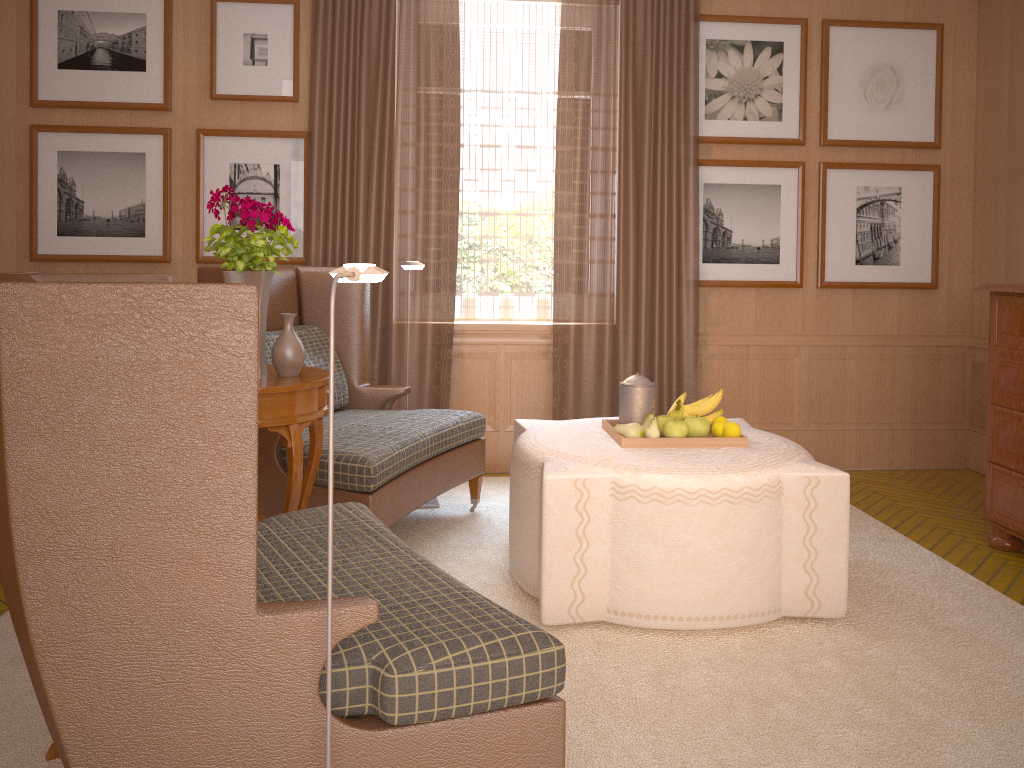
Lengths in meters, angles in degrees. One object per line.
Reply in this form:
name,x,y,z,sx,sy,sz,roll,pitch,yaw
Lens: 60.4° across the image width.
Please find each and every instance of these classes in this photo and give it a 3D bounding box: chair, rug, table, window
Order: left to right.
chair,-1.027,0.585,3.318,1.722,1.967,1.921,-2,5,-30
table,-1.512,0.634,5.063,0.925,1.368,1.045,1,4,2
chair,-1.334,0.119,6.576,1.722,1.967,1.921,2,5,20
window,-0.076,-2.254,8.868,2.433,3.370,0.850,0,2,-5
rug,0.170,1.450,4.355,5.992,0.020,8.029,0,8,-5

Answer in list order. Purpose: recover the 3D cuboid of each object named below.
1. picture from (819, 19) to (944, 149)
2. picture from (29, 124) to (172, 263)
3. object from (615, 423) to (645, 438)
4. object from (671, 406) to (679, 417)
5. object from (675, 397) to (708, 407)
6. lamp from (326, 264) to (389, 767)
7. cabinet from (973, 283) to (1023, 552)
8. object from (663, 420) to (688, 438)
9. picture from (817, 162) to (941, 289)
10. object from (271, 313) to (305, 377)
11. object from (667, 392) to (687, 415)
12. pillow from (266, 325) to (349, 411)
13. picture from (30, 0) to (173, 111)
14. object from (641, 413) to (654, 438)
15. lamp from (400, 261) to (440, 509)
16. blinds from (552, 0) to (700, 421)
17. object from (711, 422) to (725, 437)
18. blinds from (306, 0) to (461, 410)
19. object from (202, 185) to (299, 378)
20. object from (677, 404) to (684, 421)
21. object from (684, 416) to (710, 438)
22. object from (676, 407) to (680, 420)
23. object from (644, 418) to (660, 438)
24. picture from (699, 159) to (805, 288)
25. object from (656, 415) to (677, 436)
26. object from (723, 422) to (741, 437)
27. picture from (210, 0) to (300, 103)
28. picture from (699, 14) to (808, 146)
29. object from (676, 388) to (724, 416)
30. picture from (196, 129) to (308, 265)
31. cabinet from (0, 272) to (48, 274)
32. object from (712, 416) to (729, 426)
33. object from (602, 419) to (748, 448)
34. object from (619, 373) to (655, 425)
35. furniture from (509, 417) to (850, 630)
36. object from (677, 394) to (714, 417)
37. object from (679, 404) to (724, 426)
picture,3.683,-2.980,8.763,1.249,1.246,0.048,0,1,-5
picture,-3.790,-1.749,8.119,1.249,1.246,0.048,0,1,-5
object,0.735,0.306,5.516,0.194,0.128,0.134,2,5,15
object,1.085,0.209,5.930,0.071,0.184,0.395,1,7,9
object,1.204,0.142,5.933,0.091,0.128,0.410,4,8,43
lamp,-0.578,0.619,2.914,0.564,2.026,0.631,0,2,-35
cabinet,4.247,0.413,5.265,1.416,1.934,2.790,0,6,-5
object,1.030,0.296,5.540,0.155,0.134,0.160,1,5,-1
picture,3.666,-1.576,8.791,1.249,1.246,0.048,0,1,-5
object,-1.279,-0.224,5.033,0.186,0.357,0.186,2,3,28
object,1.101,0.158,5.928,0.104,0.158,0.378,2,7,18
pillow,-1.741,-0.069,6.726,0.539,0.704,1.081,2,6,20
picture,-3.772,-3.153,8.092,1.249,1.246,0.048,0,1,-5
object,0.871,0.282,5.613,0.130,0.196,0.130,3,4,31
lamp,-0.804,0.004,7.251,0.564,2.021,0.631,-1,2,-43
blinds,1.107,-1.517,8.456,1.447,4.777,0.267,1,1,-6
object,1.343,0.301,5.663,0.111,0.110,0.135,1,5,-2
blinds,-1.207,-1.511,8.247,1.428,4.788,0.267,1,1,-4
object,-1.478,-0.590,5.017,0.525,1.086,0.458,0,2,-7
object,1.228,0.214,5.869,0.386,0.199,0.062,-5,5,-40
object,1.175,0.282,5.615,0.170,0.147,0.173,5,7,41
object,1.149,0.212,5.923,0.062,0.181,0.397,2,7,24
object,0.876,0.284,5.495,0.098,0.148,0.098,3,4,31
picture,2.266,-1.576,8.665,1.249,1.246,0.048,0,1,-5
object,0.999,0.271,5.708,0.155,0.134,0.160,1,5,-1
object,1.394,0.307,5.582,0.114,0.133,0.108,4,5,41
picture,-2.396,-3.122,8.216,0.804,0.956,0.048,0,1,-5
picture,2.283,-2.980,8.638,1.249,1.246,0.048,0,1,-5
object,1.264,0.127,5.838,0.404,0.168,0.071,-3,4,-28
picture,-2.414,-1.749,8.243,1.049,1.246,0.048,0,1,-5
cabinet,-3.847,0.366,4.876,1.416,1.934,2.790,0,6,-5
object,1.378,0.279,5.815,0.114,0.133,0.108,4,5,41
object,1.045,0.319,5.764,0.800,0.059,0.645,0,8,-5
object,0.827,0.121,5.816,0.234,0.391,0.235,-2,4,-38
furniture,0.958,0.798,5.764,1.949,0.896,1.968,0,7,-8
object,1.215,0.166,5.886,0.377,0.171,0.065,-5,5,-39
object,1.267,0.206,5.827,0.397,0.172,0.073,-3,4,-29
